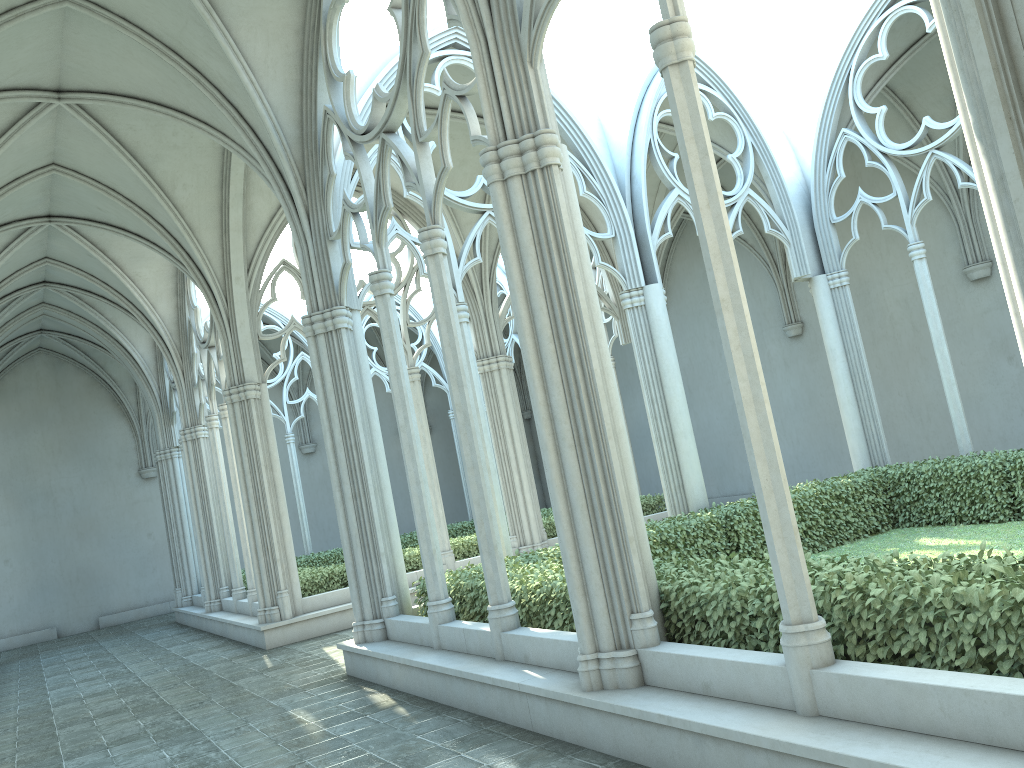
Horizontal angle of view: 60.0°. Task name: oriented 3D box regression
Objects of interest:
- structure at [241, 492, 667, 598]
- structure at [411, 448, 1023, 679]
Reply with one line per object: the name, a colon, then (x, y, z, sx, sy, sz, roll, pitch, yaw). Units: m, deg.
structure: (-2.000, 3.822, 19.644, 7.995, 0.963, 8.018, -8, -7, -30)
structure: (4.200, 1.398, 8.402, 7.995, 0.963, 8.018, -8, -7, -30)
